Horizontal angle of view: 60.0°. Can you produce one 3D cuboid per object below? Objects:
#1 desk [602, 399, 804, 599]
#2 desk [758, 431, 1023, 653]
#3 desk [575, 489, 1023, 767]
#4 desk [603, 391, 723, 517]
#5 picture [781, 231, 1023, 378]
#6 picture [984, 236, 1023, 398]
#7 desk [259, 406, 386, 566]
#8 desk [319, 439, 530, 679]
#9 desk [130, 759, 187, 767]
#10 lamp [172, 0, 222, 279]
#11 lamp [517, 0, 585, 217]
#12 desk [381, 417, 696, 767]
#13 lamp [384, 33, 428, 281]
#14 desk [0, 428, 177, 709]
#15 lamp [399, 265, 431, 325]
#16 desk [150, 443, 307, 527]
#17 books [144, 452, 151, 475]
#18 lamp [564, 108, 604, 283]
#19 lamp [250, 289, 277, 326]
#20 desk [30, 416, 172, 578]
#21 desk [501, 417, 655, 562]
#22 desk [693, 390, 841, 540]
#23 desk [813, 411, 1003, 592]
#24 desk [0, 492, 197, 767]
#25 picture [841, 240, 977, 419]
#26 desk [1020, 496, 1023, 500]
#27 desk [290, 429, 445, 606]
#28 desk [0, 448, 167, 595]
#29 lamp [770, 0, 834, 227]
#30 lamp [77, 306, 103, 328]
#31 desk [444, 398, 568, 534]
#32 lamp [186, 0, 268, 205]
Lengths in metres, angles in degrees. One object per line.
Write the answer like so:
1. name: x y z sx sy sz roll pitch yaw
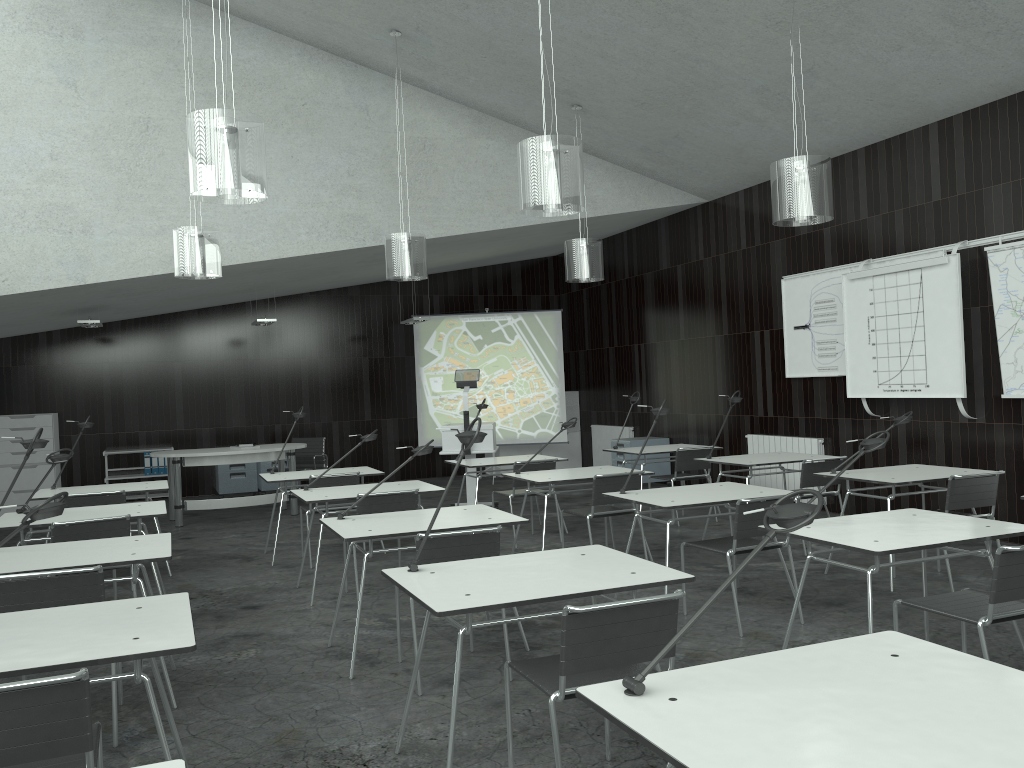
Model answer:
1. desk: 1.068 0.747 5.035 0.900 1.321 0.700 -2 0 -22
2. desk: 1.616 0.808 3.710 0.900 1.153 0.700 -2 0 -22
3. desk: 0.684 0.847 1.756 0.900 1.153 0.700 -2 0 -22
4. desk: 1.412 0.733 8.346 0.900 1.321 0.700 -2 0 -23
5. picture: 3.384 -0.648 6.928 0.050 1.102 3.818 -2 0 -22
6. picture: 3.741 -0.528 5.883 0.163 1.342 1.211 -2 0 -22
7. desk: -1.536 0.857 7.126 0.900 1.321 0.700 -2 0 -21
8. desk: -0.450 0.895 4.434 0.900 1.153 0.700 -2 0 -22
9. desk: -0.875 0.913 1.127 0.900 1.153 0.700 -2 0 -22
10. lamp: -2.499 -2.353 6.902 0.350 2.848 0.359 -2 0 -22
11. lamp: 0.171 -2.194 4.797 0.350 2.307 0.359 -2 0 -22
12. desk: 0.068 0.789 3.084 0.900 1.321 0.700 -2 0 -22
13. lamp: -0.940 -2.147 7.532 0.350 2.307 0.359 -2 0 -22
14. desk: -1.947 0.874 3.826 0.900 1.321 0.700 -2 0 -21
15. lamp: -1.251 -2.621 10.776 0.212 3.595 0.600 -2 0 -22
16. desk: -2.922 1.167 9.330 1.600 0.818 0.910 -2 0 -27
17. books: -4.570 1.100 11.119 0.072 0.320 0.262 -2 0 -22
18. lamp: 0.634 -1.940 8.168 0.350 1.761 0.359 -2 0 -22
19. lamp: -2.904 -2.552 10.104 0.212 3.595 0.600 -2 0 -22
20. desk: -3.020 0.919 6.555 0.900 1.321 0.700 -2 0 -22
21. desk: 0.470 0.856 6.389 0.900 1.153 0.700 -2 0 -22
22. desk: 2.008 0.707 7.010 0.900 1.321 0.700 -2 0 -24
23. desk: 2.513 0.770 5.645 0.900 1.153 0.700 -2 0 -22
24. desk: -1.373 0.934 2.500 0.900 1.153 0.700 -2 0 -22
25. picture: 3.189 -0.446 7.145 0.254 1.508 1.191 -2 0 -22
26. desk: 3.097 0.746 4.302 0.900 1.153 0.700 -2 0 -23
27. desk: -0.950 0.916 5.831 0.900 1.153 0.700 -2 0 -22
28. desk: -2.494 0.981 5.174 0.900 1.153 0.700 -2 0 -22
29. lamp: 1.745 -1.987 5.433 0.350 1.761 0.359 -2 0 -22
30. lamp: -4.557 -2.482 9.431 0.212 3.595 0.600 -2 0 -22
31. desk: -0.057 0.794 7.739 0.900 1.321 0.700 -2 0 -22
32. lamp: -1.388 -2.399 4.167 0.350 2.848 0.359 -2 0 -22
